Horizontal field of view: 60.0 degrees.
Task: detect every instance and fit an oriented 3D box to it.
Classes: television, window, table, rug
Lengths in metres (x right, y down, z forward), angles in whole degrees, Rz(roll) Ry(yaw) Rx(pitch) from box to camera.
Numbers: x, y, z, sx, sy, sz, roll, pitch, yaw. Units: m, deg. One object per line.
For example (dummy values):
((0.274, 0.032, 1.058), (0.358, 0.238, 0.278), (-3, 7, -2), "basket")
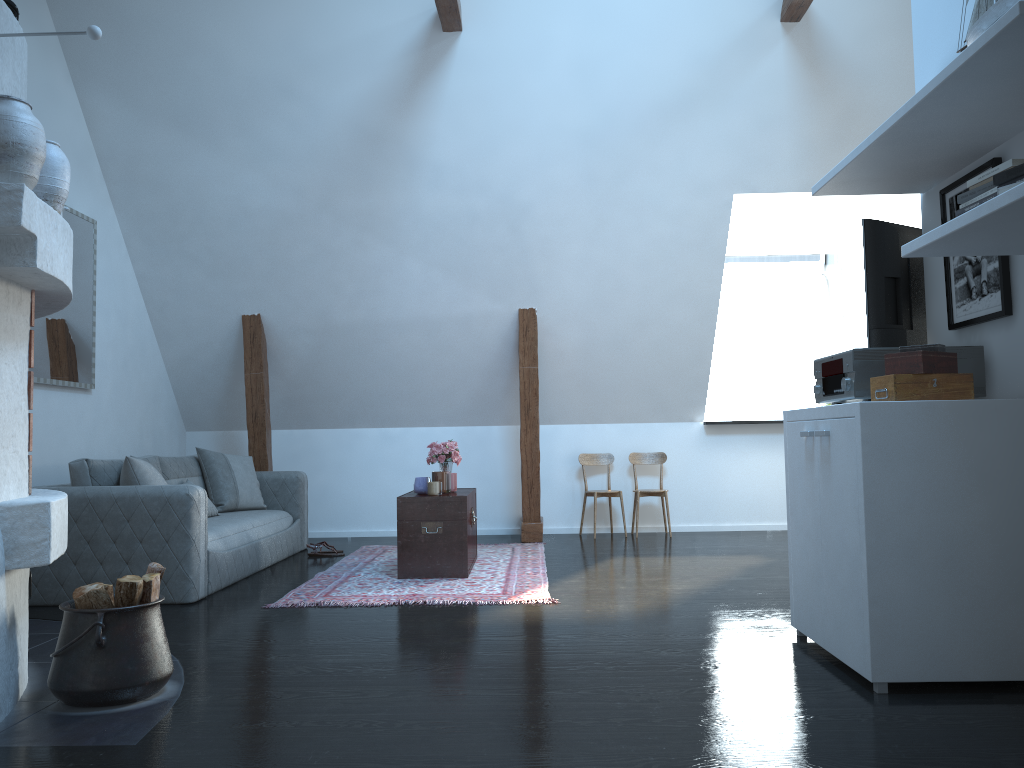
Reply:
((2.051, -0.381, 3.789), (1.005, 0.652, 0.537), (1, -4, -33), "television")
((4.070, -2.004, 5.154), (8.018, 4.249, 5.959), (-1, -4, 1), "window")
((-0.460, 0.950, 5.790), (0.471, 0.492, 0.962), (-1, -4, 1), "table")
((-0.478, 1.188, 5.746), (1.512, 0.029, 2.647), (-1, -4, 1), "rug")

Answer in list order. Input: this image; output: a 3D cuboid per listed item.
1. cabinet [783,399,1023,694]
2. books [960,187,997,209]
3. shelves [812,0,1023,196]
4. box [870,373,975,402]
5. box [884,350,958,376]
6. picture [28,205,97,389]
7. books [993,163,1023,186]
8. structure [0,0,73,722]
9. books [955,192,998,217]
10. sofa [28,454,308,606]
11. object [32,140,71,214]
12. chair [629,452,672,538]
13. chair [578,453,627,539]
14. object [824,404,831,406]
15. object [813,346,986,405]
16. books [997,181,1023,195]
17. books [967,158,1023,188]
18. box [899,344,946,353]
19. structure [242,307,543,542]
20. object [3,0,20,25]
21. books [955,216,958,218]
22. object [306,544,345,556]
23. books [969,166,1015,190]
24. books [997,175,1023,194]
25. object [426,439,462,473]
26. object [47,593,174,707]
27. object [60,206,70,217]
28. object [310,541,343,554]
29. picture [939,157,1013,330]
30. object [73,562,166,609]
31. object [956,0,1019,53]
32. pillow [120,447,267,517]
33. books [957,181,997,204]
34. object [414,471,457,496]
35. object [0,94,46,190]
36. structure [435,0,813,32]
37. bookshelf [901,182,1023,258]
((1.431, 0.538, 3.243), (0.638, 0.921, 0.869), (-1, -4, 1), "cabinet")
((1.498, -0.561, 2.651), (0.192, 0.014, 0.255), (-1, -4, -1), "books")
((1.489, -0.869, 2.950), (0.478, 0.038, 1.604), (-1, -4, 1), "shelves")
((1.393, 0.018, 3.019), (0.294, 0.093, 0.169), (-1, -4, -4), "box")
((1.394, -0.067, 3.021), (0.210, 0.075, 0.137), (1, -4, -34), "box")
((-2.929, -0.585, 5.713), (0.025, 1.185, 0.965), (-1, -4, 1), "picture")
((1.457, -0.577, 2.391), (0.179, 0.029, 0.225), (0, -4, -12), "books")
((-2.929, -1.299, 2.667), (3.049, 4.752, 3.058), (-2, -4, 10), "structure")
((1.483, -0.542, 2.659), (0.175, 0.023, 0.249), (-1, -4, -3), "books")
((-2.179, 0.850, 5.832), (1.107, 0.770, 2.458), (-1, -4, 1), "sofa")
((-1.562, -0.670, 2.960), (0.158, 0.274, 0.158), (-4, -5, 40), "object")
((1.166, 0.927, 7.482), (0.329, 0.696, 0.342), (-1, -4, 3), "chair")
((0.764, 0.936, 7.510), (0.329, 0.696, 0.342), (0, -4, -16), "chair")
((2.794, 0.077, 7.724), (0.131, 0.461, 0.309), (-2, -4, 20), "object")
((1.481, -0.017, 3.454), (0.496, 0.211, 0.435), (-1, -4, 1), "object")
((1.462, -0.527, 2.392), (0.227, 0.024, 0.166), (1, -4, -25), "books")
((1.500, -0.628, 2.651), (0.158, 0.021, 0.224), (-1, -4, -4), "books")
((1.406, -0.117, 3.039), (0.129, 0.027, 0.076), (-4, -5, 41), "box")
((4.007, 0.251, 7.431), (12.350, 1.963, 1.023), (-1, -4, 1), "structure")
((-1.891, -1.309, 3.098), (0.311, 0.094, 0.783), (0, -4, -13), "object")
((1.483, -0.518, 2.658), (0.175, 0.023, 0.249), (-1, -4, -8), "books")
((-1.367, 1.214, 6.504), (0.277, 0.090, 0.101), (0, -4, -10), "object")
((1.494, -0.608, 2.648), (0.143, 0.020, 0.215), (-1, -4, -5), "books")
((1.464, -0.552, 2.381), (0.175, 0.024, 0.243), (-1, -4, -8), "books")
((-0.468, 0.550, 6.056), (0.235, 0.351, 0.234), (2, -5, -39), "object")
((-1.338, 0.884, 2.970), (0.384, 0.313, 0.384), (-3, -4, 27), "object")
((-1.621, -0.612, 3.133), (0.064, 0.114, 0.161), (-1, -4, 4), "object")
((-1.397, 1.225, 6.662), (0.277, 0.090, 0.101), (2, -5, -42), "object")
((1.713, -0.502, 3.291), (0.036, 0.558, 0.420), (-1, -4, 1), "picture")
((-1.322, 0.800, 2.962), (0.270, 0.370, 0.240), (-1, -4, 1), "object")
((1.491, -1.405, 2.622), (0.140, 0.989, 0.789), (-1, -4, 1), "object")
((-2.085, 0.673, 5.862), (0.444, 0.515, 2.075), (-1, -4, 1), "pillow")
((1.499, -0.582, 2.654), (0.193, 0.028, 0.245), (0, -4, -9), "books")
((-0.506, 0.636, 5.696), (0.215, 0.138, 0.413), (-2, -4, 13), "object")
((-1.534, -0.706, 2.702), (0.203, 0.314, 0.203), (0, -4, -15), "object")
((2.171, -2.825, 2.582), (15.910, 3.562, 10.230), (-1, -4, 7), "structure")
((1.488, -0.455, 2.491), (0.478, 0.038, 0.741), (-1, -4, 1), "bookshelf")
